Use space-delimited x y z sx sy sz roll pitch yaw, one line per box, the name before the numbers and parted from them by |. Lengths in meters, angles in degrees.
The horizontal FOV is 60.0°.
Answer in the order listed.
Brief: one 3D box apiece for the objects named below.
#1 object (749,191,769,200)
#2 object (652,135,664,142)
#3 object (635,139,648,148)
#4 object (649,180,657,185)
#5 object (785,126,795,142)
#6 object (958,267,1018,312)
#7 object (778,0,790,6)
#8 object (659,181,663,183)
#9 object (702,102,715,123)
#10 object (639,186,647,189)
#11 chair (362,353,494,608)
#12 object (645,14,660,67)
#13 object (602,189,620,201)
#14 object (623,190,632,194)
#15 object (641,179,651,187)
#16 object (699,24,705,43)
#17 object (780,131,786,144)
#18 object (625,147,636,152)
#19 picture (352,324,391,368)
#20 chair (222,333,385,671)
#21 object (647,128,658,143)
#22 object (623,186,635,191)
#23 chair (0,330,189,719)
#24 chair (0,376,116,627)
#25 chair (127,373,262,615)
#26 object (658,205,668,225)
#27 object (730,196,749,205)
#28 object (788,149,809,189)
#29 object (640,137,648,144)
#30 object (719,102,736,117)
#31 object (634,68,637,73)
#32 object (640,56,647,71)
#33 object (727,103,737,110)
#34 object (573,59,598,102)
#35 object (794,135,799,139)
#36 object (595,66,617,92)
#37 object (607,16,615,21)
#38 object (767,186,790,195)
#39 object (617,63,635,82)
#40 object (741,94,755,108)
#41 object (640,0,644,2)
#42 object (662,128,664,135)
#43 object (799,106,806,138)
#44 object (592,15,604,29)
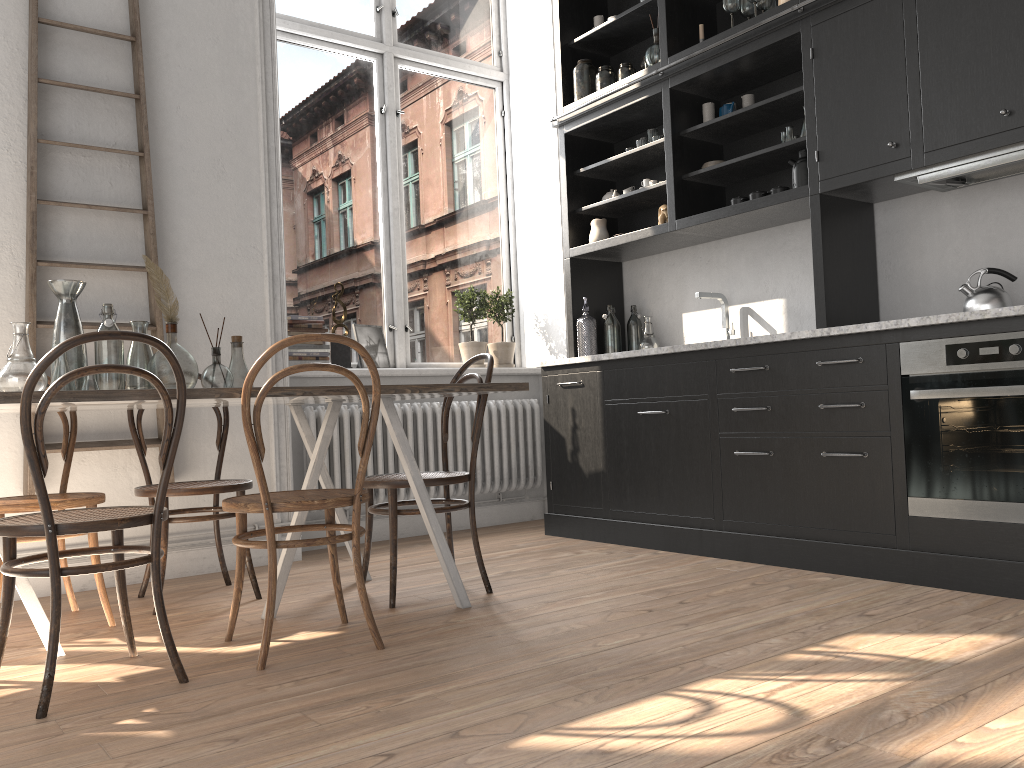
object | 1.125 -0.851 4.042 0.104 0.059 0.088 -4 -2 32
object | 0.761 -1.256 4.600 0.071 0.047 0.071 -3 -2 1
object | 0.690 -1.259 4.719 0.064 0.069 0.064 -3 -2 11
object | 0.740 -1.039 4.658 0.049 0.054 0.039 -2 -2 -11
object | 1.244 -1.104 3.971 0.058 0.094 0.058 -3 -2 3
object | 1.778 -0.343 3.320 0.171 0.186 0.171 -2 -2 -26
object | 1.210 -1.766 3.872 0.094 0.267 0.116 -3 -1 5
object | 0.795 -1.040 4.653 0.049 0.041 0.056 -3 -2 26
object | 0.979 -1.315 4.398 0.059 0.135 0.082 -3 -2 21
object | 0.720 -1.036 4.719 0.085 0.016 0.085 -3 -2 4
chair | -0.329 0.342 3.433 0.549 0.920 0.438 -2 -2 -24
object | 0.735 -1.770 4.500 0.134 0.357 0.134 -3 -1 8
object | 0.564 -1.043 4.991 0.125 0.100 0.140 -4 -2 35
object | 0.635 -1.036 4.847 0.056 0.033 0.058 -3 -2 28
object | 0.717 -1.060 4.724 0.039 0.055 0.049 -2 -2 -16
object | 0.931 -1.686 4.344 0.123 0.161 0.123 -2 -2 -28
object | 1.243 -1.101 4.044 0.058 0.094 0.058 -3 -2 3
object | 0.646 -1.244 4.789 0.071 0.047 0.071 -3 -2 1
picture | -0.823 -0.204 5.047 0.149 0.264 0.221 -4 -2 37
chair | -0.639 0.331 2.676 0.438 0.920 0.549 -2 -2 -26
object | 0.743 -1.283 4.668 0.060 0.107 0.060 -2 -2 -9
object | 0.635 -1.056 4.847 0.055 0.047 0.058 -2 -2 -22
chair | -1.129 0.342 2.356 0.438 0.920 0.549 -1 -2 -41
chair | -1.683 0.390 3.115 0.438 0.920 0.549 -1 -2 -39
chair | -1.270 0.386 3.520 0.438 0.920 0.549 -2 -2 -30
object | 0.780 -0.853 4.520 0.069 0.123 0.173 -2 -2 -4
object | 1.064 -0.846 4.137 0.104 0.059 0.088 -4 -2 42
object | 1.293 -0.930 3.887 0.124 0.191 0.129 -2 -2 -9
object | 0.723 -1.277 4.809 0.060 0.107 0.060 -3 -2 21
object | 1.045 -1.301 4.301 0.082 0.093 0.140 -3 -2 18
object | 0.659 -1.661 4.942 0.092 0.184 0.092 -3 -2 19
object | 0.747 -1.675 4.786 0.092 0.184 0.092 -2 -2 -22
object | 1.078 -1.320 4.405 0.082 0.135 0.059 -2 -1 -9
object | 0.412 -1.682 4.953 0.118 0.238 0.118 -4 -2 39
object | 1.317 -1.102 4.116 0.058 0.094 0.058 -3 -2 30
object | 0.514 -1.648 4.849 0.114 0.155 0.114 -1 -2 -33
object | 0.578 -1.994 4.961 0.096 0.095 0.096 -2 -2 -3
object | 1.202 -0.857 3.974 0.104 0.059 0.088 -2 -2 -28
object | 0.619 -1.651 4.800 0.096 0.150 0.096 -4 -2 42
object | 1.156 -1.327 4.289 0.082 0.135 0.059 -4 -2 36
object | 0.738 -2.073 4.682 0.132 0.219 0.132 -3 -2 28
object | 0.803 -1.270 4.536 0.064 0.069 0.064 -1 -2 -44
object | 1.300 -1.140 3.897 0.083 0.158 0.083 -4 -2 38
object | 0.493 -2.008 5.034 0.059 0.135 0.082 -2 -2 -9
